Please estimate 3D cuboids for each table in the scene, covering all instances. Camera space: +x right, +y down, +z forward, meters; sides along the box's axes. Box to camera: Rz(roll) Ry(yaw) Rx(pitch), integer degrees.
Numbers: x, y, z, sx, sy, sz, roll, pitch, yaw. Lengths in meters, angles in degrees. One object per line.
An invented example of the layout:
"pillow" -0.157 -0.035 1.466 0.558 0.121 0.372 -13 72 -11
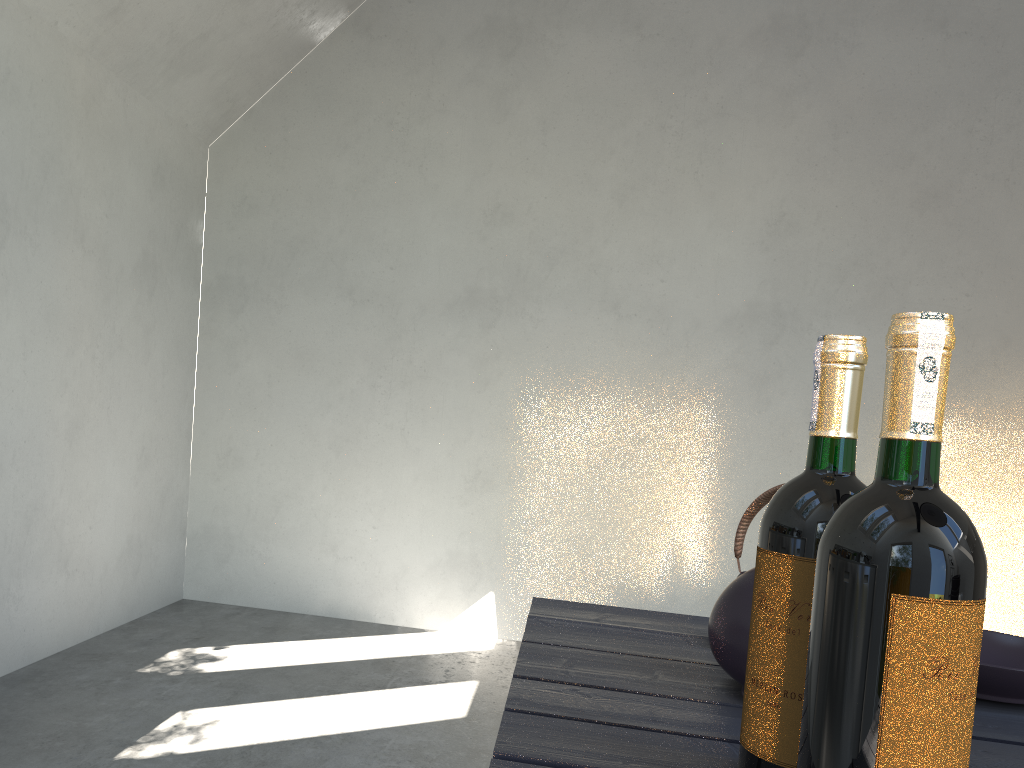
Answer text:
"table" 0.700 0.734 0.443 1.535 0.799 1.573 4 -2 8

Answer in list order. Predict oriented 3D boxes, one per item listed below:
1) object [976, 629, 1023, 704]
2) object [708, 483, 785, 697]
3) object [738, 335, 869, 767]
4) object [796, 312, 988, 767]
"object" 0.542 0.326 1.017 0.216 0.047 0.242 7 -3 -42
"object" 0.321 0.218 0.903 0.223 0.233 0.207 5 0 10
"object" 0.233 0.137 0.659 0.096 0.346 0.086 7 3 41
"object" 0.232 0.131 0.530 0.086 0.346 0.096 2 3 -44
